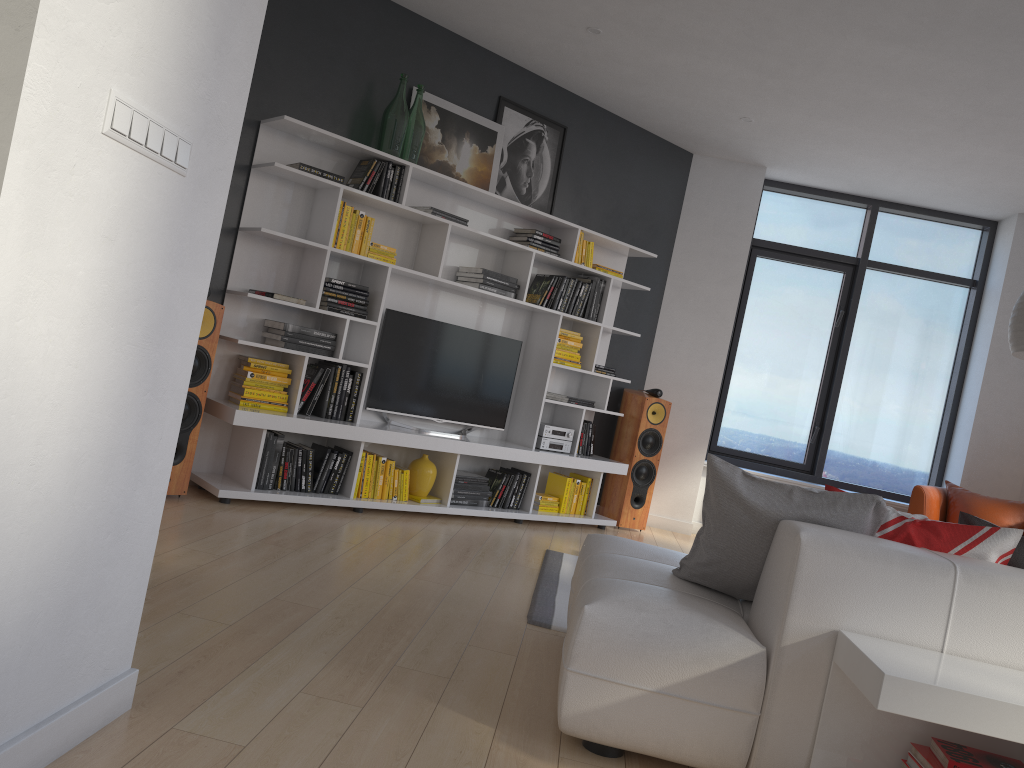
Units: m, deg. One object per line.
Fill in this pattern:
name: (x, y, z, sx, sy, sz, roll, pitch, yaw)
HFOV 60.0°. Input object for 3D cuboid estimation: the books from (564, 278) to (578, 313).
books: (0.348, -0.620, 6.207, 0.066, 0.260, 0.197, 11, 1, -40)

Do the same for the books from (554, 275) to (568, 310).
books: (0.274, -0.633, 6.145, 0.075, 0.254, 0.192, 11, 1, -41)

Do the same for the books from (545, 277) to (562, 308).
books: (0.236, -0.629, 6.098, 0.081, 0.233, 0.169, 11, 1, -41)

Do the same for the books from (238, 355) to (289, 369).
books: (-1.391, -0.124, 4.964, 0.234, 0.024, 0.171, 11, 1, -36)

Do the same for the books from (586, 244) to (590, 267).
books: (0.497, -0.896, 6.200, 0.046, 0.161, 0.108, 11, 1, -41)

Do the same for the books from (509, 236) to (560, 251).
books: (0.151, -0.954, 6.037, 0.284, 0.030, 0.214, 11, 1, -36)

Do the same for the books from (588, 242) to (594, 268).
books: (0.508, -0.907, 6.226, 0.064, 0.184, 0.141, 11, 1, -39)

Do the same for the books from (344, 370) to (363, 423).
books: (-0.990, 0.062, 5.263, 0.051, 0.297, 0.230, 11, 1, -40)

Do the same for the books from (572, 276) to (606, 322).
books: (0.519, -0.612, 6.379, 0.128, 0.321, 0.259, 11, 1, -40)

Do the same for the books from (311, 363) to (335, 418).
books: (-1.114, 0.037, 5.153, 0.028, 0.301, 0.213, 11, 1, -40)

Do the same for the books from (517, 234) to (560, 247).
books: (0.176, -0.977, 6.018, 0.246, 0.026, 0.180, 11, 1, -37)

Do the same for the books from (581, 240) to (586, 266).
books: (0.458, -0.915, 6.190, 0.054, 0.180, 0.132, 11, 1, -40)

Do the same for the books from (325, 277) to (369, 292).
books: (-0.978, -0.578, 5.145, 0.246, 0.026, 0.180, 11, 1, -32)

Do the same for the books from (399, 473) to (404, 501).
books: (-0.700, 0.616, 5.401, 0.049, 0.169, 0.113, 11, 1, -41)

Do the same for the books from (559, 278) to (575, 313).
books: (0.323, -0.621, 6.185, 0.084, 0.249, 0.191, 11, 1, -40)

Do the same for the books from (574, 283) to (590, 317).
books: (0.432, -0.599, 6.274, 0.084, 0.249, 0.191, 11, 1, -40)

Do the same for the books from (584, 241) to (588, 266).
books: (0.478, -0.910, 6.197, 0.044, 0.178, 0.128, 11, 1, -40)

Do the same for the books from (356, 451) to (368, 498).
books: (-0.929, 0.517, 5.239, 0.048, 0.271, 0.213, 11, 1, -40)

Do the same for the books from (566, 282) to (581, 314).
books: (0.380, -0.603, 6.199, 0.069, 0.242, 0.172, 11, 1, -39)

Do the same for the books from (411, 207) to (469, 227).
books: (-0.460, -1.033, 5.492, 0.310, 0.047, 0.250, 11, 1, -44)

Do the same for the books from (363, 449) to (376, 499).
books: (-0.882, 0.530, 5.285, 0.038, 0.267, 0.202, 11, 1, -39)

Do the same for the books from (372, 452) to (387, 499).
books: (-0.833, 0.546, 5.325, 0.055, 0.252, 0.185, 11, 1, -41)

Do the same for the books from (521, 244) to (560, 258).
books: (0.154, -0.901, 6.018, 0.284, 0.030, 0.214, 11, 1, -36)

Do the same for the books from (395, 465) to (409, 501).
books: (-0.688, 0.606, 5.429, 0.067, 0.193, 0.148, 11, 1, -39)

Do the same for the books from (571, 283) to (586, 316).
books: (0.410, -0.600, 6.241, 0.071, 0.243, 0.179, 11, 1, -41)

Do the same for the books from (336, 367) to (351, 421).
books: (-1.047, 0.042, 5.220, 0.034, 0.315, 0.239, 11, 1, -40)

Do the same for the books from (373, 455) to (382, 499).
books: (-0.846, 0.544, 5.300, 0.041, 0.252, 0.180, 11, 1, -40)

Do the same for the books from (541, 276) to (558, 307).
books: (0.204, -0.635, 6.089, 0.096, 0.234, 0.187, 11, 1, -39)

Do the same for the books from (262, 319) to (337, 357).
books: (-1.214, -0.260, 5.049, 0.343, 0.137, 0.277, 11, 1, -40)

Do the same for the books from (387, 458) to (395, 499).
books: (-0.775, 0.566, 5.387, 0.056, 0.235, 0.172, 11, 1, -41)

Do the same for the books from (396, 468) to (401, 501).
books: (-0.720, 0.602, 5.398, 0.046, 0.187, 0.134, 11, 1, -40)

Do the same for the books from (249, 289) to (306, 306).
books: (-1.296, -0.478, 4.902, 0.266, 0.030, 0.209, 12, 1, 44)

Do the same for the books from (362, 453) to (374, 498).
books: (-0.907, 0.528, 5.267, 0.066, 0.258, 0.198, 11, 1, -40)

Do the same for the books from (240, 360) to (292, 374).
books: (-1.373, -0.095, 4.952, 0.234, 0.024, 0.171, 11, 1, -36)

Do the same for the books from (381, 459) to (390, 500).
books: (-0.798, 0.560, 5.329, 0.043, 0.240, 0.169, 11, 1, -41)

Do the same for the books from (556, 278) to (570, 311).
books: (0.296, -0.621, 6.157, 0.068, 0.243, 0.179, 11, 1, -41)

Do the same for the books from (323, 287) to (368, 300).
books: (-0.999, -0.527, 5.147, 0.264, 0.020, 0.189, 11, 1, -36)

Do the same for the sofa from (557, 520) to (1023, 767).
sofa: (1.942, 0.981, 3.463, 3.424, 0.732, 2.614, 12, 1, 5)

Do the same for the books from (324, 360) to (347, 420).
books: (-1.068, 0.032, 5.201, 0.026, 0.326, 0.237, 11, 1, -40)

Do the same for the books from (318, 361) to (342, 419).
books: (-1.092, 0.033, 5.177, 0.034, 0.314, 0.237, 11, 1, -40)

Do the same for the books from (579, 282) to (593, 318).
books: (0.458, -0.598, 6.296, 0.066, 0.260, 0.197, 11, 1, -40)

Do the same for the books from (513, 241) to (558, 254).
books: (0.156, -0.926, 6.020, 0.264, 0.020, 0.189, 11, 1, -41)

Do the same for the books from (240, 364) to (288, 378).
books: (-1.387, -0.073, 4.950, 0.238, 0.023, 0.167, 12, 1, -24)

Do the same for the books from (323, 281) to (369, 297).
books: (-1.002, -0.554, 5.165, 0.284, 0.030, 0.214, 11, 1, -31)

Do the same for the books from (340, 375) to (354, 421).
books: (-1.021, 0.067, 5.236, 0.028, 0.272, 0.200, 11, 1, -40)

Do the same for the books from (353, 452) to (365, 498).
books: (-0.945, 0.514, 5.199, 0.029, 0.270, 0.204, 11, 1, -40)

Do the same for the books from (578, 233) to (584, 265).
books: (0.426, -0.944, 6.187, 0.054, 0.224, 0.164, 11, 1, -41)

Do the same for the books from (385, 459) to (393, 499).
books: (-0.793, 0.562, 5.360, 0.043, 0.235, 0.171, 11, 1, -41)

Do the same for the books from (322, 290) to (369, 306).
books: (-1.001, -0.502, 5.145, 0.284, 0.030, 0.214, 11, 1, -31)

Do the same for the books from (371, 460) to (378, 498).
books: (-0.862, 0.554, 5.283, 0.042, 0.230, 0.156, 11, 1, -41)

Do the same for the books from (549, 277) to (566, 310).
books: (0.271, -0.625, 6.110, 0.069, 0.242, 0.172, 11, 1, -39)

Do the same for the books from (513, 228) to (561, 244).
books: (0.172, -1.005, 6.024, 0.209, 0.030, 0.266, 12, 1, 44)

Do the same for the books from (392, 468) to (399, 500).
books: (-0.741, 0.597, 5.390, 0.056, 0.188, 0.138, 11, 1, -40)

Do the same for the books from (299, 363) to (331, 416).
books: (-1.163, 0.031, 5.110, 0.100, 0.289, 0.210, 11, 1, -41)

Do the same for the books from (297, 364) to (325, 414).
books: (-1.214, 0.023, 5.091, 0.142, 0.284, 0.232, 11, 1, -40)

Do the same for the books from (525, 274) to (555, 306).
books: (0.182, -0.641, 6.063, 0.104, 0.234, 0.182, 11, 1, -40)

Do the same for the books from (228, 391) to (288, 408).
books: (-1.414, 0.086, 4.935, 0.269, 0.025, 0.213, 11, 1, -37)

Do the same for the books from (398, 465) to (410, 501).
books: (-0.675, 0.608, 5.451, 0.046, 0.193, 0.149, 11, 1, -39)

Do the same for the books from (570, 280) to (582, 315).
books: (0.383, -0.610, 6.234, 0.075, 0.254, 0.192, 11, 1, -41)

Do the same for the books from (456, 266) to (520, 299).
books: (-0.161, -0.661, 5.826, 0.343, 0.137, 0.277, 11, 1, -45)
